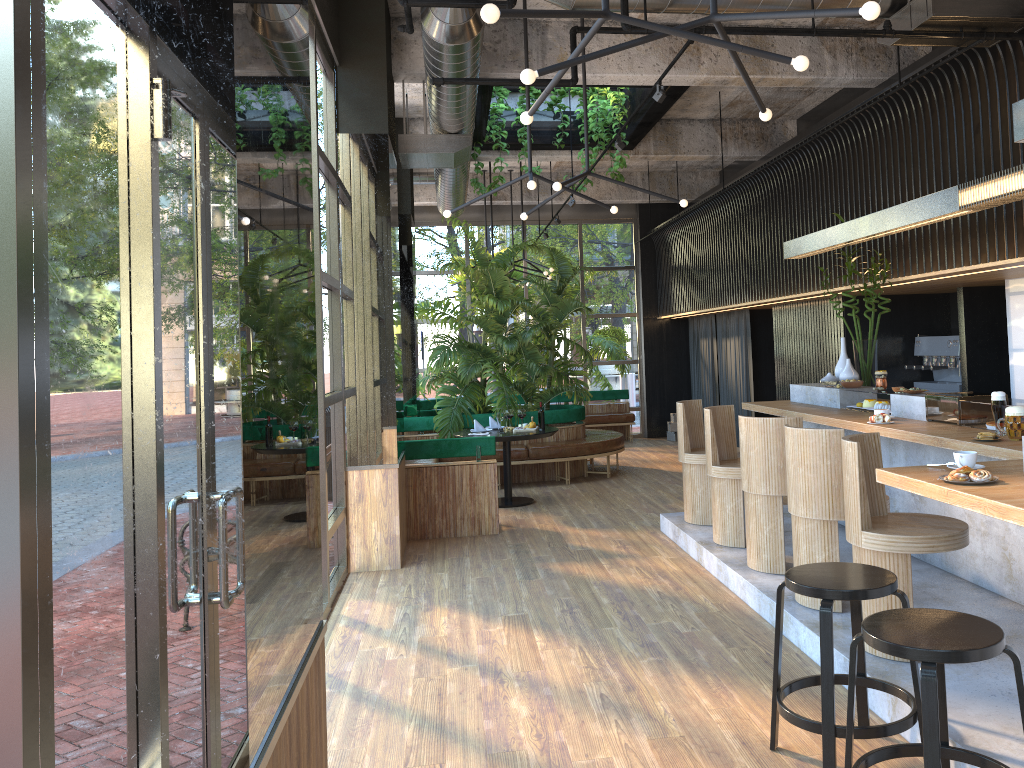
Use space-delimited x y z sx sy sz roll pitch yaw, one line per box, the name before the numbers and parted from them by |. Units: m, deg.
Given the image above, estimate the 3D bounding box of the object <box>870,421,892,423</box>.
object | 2.324 0.241 5.593 0.117 0.005 0.125 -1 3 33

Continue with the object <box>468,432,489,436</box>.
object | -0.315 0.503 9.028 0.259 0.019 0.155 -2 2 -7

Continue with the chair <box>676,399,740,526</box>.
chair | 1.639 0.625 7.271 0.545 0.970 0.549 -2 -1 4

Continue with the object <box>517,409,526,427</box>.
object | 0.107 0.375 9.555 0.105 0.201 0.099 -2 -1 -17

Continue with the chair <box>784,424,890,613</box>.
chair | 1.813 0.709 4.930 0.520 0.970 0.574 -3 -1 44

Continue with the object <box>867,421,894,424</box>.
object | 2.325 0.243 5.597 0.166 0.005 0.168 -2 2 5

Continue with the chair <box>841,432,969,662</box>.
chair | 1.852 0.737 4.169 0.521 0.970 0.573 -3 -1 41

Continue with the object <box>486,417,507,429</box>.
object | -0.172 0.419 9.633 0.241 0.139 0.224 -3 1 -23

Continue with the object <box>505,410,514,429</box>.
object | -0.026 0.380 9.576 0.105 0.201 0.099 -2 -1 -17

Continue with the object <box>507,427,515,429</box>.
object | -0.018 0.470 9.442 0.098 0.028 0.128 -2 2 9

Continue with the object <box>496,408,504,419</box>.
object | -0.122 0.375 9.220 0.096 0.245 0.089 -1 -2 -23

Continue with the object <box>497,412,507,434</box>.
object | -0.102 0.399 9.054 0.101 0.209 0.109 -3 -1 28

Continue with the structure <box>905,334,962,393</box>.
structure | 4.349 0.290 8.841 0.557 1.596 0.827 -2 -1 -6

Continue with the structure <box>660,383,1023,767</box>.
structure | 4.404 0.384 4.761 5.927 1.731 7.031 -2 2 -6

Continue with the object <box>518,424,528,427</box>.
object | 0.156 0.441 9.429 0.194 0.038 0.063 -1 1 27

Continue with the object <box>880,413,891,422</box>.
object | 2.339 0.213 5.604 0.073 0.060 0.125 -2 1 -37

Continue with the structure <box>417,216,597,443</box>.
structure | -0.089 -0.508 11.656 2.514 3.439 2.578 -2 -1 -22

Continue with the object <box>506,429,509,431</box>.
object | -0.048 0.480 9.346 0.033 0.019 0.038 -2 1 6

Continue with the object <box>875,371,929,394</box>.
object | 2.690 -0.014 6.292 0.211 0.134 0.801 -2 2 2

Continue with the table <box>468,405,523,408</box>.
table | -0.317 0.727 13.165 1.144 0.751 1.055 -3 1 -26

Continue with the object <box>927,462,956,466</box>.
object | 1.755 0.330 3.629 0.030 0.027 0.130 -2 2 -28

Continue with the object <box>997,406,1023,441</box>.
object | 2.535 0.195 4.475 0.113 0.172 0.134 -2 0 -12

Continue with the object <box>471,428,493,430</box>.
object | -0.338 0.484 9.529 0.243 0.019 0.165 0 3 44

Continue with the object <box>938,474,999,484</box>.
object | 1.688 0.353 3.284 0.197 0.013 0.214 -1 3 30

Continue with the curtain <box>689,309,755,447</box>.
curtain | 3.149 -0.081 13.576 0.123 2.059 3.231 -2 1 -4

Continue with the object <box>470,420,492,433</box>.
object | -0.323 0.438 9.285 0.241 0.139 0.224 -3 1 -23

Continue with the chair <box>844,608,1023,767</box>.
chair | 1.300 1.097 2.715 0.529 0.697 0.500 -2 -1 -16

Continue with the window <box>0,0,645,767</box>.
window | 0.747 -1.876 5.152 4.195 6.496 20.098 -2 2 -4

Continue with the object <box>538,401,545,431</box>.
object | 0.304 0.332 9.222 0.067 0.299 0.069 -2 -2 10

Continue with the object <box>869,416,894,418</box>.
object | 2.418 0.224 5.802 0.163 0.020 0.158 -3 2 -10

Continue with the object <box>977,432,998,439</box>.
object | 2.407 0.264 4.499 0.093 0.041 0.147 -1 2 28

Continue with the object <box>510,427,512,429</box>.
object | -0.009 0.471 9.380 0.033 0.032 0.037 -2 0 -8

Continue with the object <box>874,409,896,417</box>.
object | 2.439 0.195 5.805 0.137 0.064 0.107 -3 1 -27

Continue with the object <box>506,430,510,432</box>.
object | -0.037 0.487 9.245 0.063 0.013 0.146 -3 2 -10

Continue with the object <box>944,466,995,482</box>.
object | 1.692 0.334 3.278 0.155 0.052 0.160 -1 2 38

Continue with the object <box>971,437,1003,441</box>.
object | 2.405 0.279 4.496 0.157 0.013 0.143 -4 3 -35

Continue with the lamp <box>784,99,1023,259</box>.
lamp | 3.924 -2.120 4.940 5.081 2.133 6.606 -2 2 -12

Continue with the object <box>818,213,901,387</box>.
object | 2.822 -0.610 7.182 0.644 1.551 0.609 -3 -2 32

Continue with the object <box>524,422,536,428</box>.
object | 0.192 0.430 9.333 0.099 0.064 0.162 -3 2 -35

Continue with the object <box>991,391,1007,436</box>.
object | 2.580 0.155 4.702 0.072 0.232 0.077 -3 -2 26

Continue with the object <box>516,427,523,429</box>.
object | 0.088 0.460 9.316 0.102 0.013 0.220 -2 2 0

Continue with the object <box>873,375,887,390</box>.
object | 2.709 -0.011 6.549 0.086 0.107 0.161 -2 0 40

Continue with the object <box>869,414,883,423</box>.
object | 2.287 0.216 5.581 0.062 0.059 0.072 -2 0 -16

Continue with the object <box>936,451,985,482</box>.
object | 1.720 0.317 3.425 0.175 0.073 0.433 -1 2 30

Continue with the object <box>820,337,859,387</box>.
object | 2.669 -0.176 7.158 0.304 0.398 0.331 -3 -1 42

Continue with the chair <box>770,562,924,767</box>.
chair | 1.256 1.073 3.354 0.525 0.697 0.504 -2 -1 -11

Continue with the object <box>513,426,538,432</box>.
object | 0.145 0.473 9.329 0.238 0.019 0.354 -2 2 4

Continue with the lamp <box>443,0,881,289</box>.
lamp | 2.041 -2.221 5.615 5.155 1.824 18.658 -2 2 -4

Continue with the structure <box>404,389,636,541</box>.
structure | 1.947 0.551 5.248 6.112 1.549 19.853 -2 2 -4

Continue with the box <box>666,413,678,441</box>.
box | 2.723 0.705 14.646 0.341 0.442 0.272 -2 -1 -18

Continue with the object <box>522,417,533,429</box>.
object | 0.169 0.404 9.240 0.145 0.124 0.096 -2 0 -26

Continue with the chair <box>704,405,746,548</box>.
chair | 1.693 0.654 6.472 0.572 0.970 0.522 -1 -1 -31

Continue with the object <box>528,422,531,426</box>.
object | 0.208 0.437 9.534 0.059 0.072 0.206 -2 2 -14

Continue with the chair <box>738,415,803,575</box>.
chair | 1.761 0.680 5.735 0.533 0.970 0.561 -2 -1 17

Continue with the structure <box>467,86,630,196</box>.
structure | 0.570 -2.911 10.412 2.102 1.518 1.458 -2 0 22

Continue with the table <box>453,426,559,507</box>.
table | -0.048 0.868 9.272 1.153 0.751 1.047 -3 1 -38

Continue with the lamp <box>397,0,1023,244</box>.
lamp | 0.738 -2.490 9.695 3.848 1.532 9.882 -2 2 -7

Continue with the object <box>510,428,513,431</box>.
object | -0.004 0.475 9.291 0.032 0.031 0.040 -2 1 19

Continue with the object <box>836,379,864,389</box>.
object | 2.624 -0.005 6.903 0.190 0.073 0.230 -2 2 14
